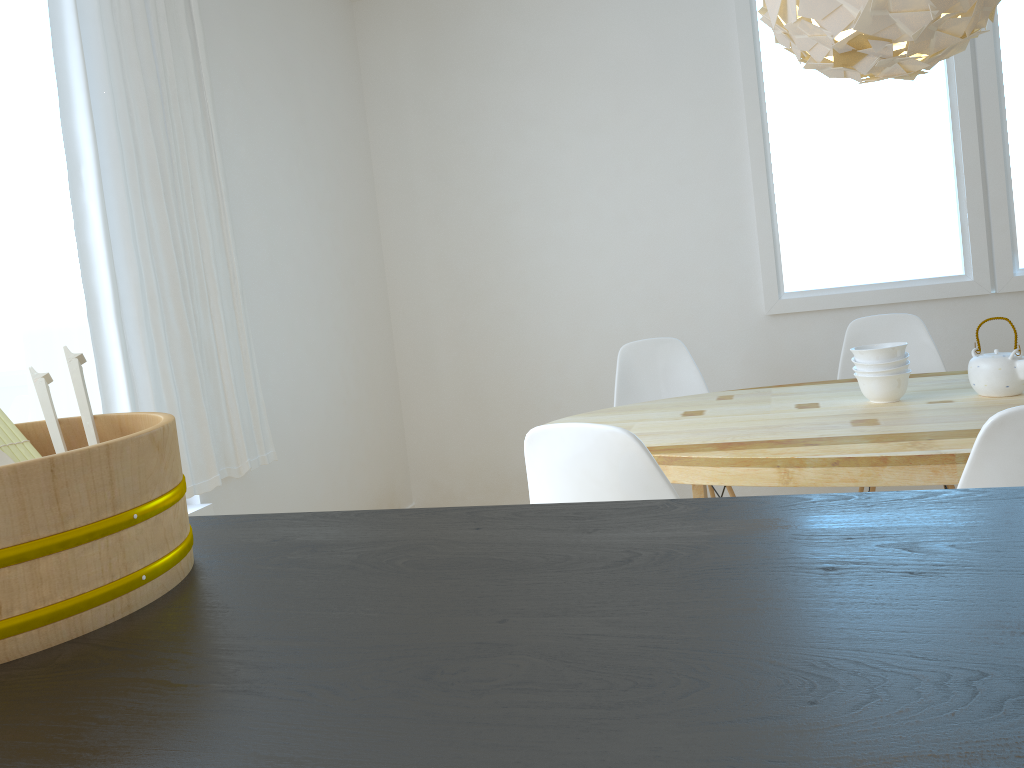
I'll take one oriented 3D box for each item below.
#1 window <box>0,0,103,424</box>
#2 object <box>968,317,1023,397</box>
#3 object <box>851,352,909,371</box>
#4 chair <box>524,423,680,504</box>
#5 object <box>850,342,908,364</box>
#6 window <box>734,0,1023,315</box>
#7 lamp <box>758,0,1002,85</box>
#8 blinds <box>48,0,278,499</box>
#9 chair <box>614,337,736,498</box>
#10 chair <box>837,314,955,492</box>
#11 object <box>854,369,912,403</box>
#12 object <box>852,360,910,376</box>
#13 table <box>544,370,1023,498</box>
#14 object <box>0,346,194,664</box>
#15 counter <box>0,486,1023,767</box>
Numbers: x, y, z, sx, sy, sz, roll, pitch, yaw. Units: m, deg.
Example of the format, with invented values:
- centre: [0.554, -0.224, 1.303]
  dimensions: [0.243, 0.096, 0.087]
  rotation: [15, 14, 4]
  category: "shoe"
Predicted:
- centre: [-1.673, -0.336, 1.722]
  dimensions: [0.088, 1.910, 2.744]
  rotation: [-6, 5, 18]
  category: "window"
- centre: [1.307, -0.074, 2.379]
  dimensions: [0.147, 0.211, 0.178]
  rotation: [-5, 5, 17]
  category: "object"
- centre: [1.037, -0.039, 2.487]
  dimensions: [0.151, 0.095, 0.152]
  rotation: [-3, 7, 34]
  category: "object"
- centre: [0.324, 0.478, 1.894]
  dimensions: [0.429, 0.898, 0.526]
  rotation: [-4, 5, 37]
  category: "chair"
- centre: [1.034, -0.067, 2.488]
  dimensions: [0.153, 0.087, 0.151]
  rotation: [-12, 8, -44]
  category: "object"
- centre: [1.644, -0.759, 2.602]
  dimensions: [1.876, 2.046, 2.565]
  rotation: [-5, 5, 18]
  category: "window"
- centre: [0.925, -1.333, 2.257]
  dimensions: [0.638, 1.131, 0.650]
  rotation: [-5, 4, 17]
  category: "lamp"
- centre: [-1.127, -0.717, 2.909]
  dimensions: [0.150, 2.152, 0.799]
  rotation: [-6, 3, 18]
  category: "blinds"
- centre: [0.622, 0.293, 3.217]
  dimensions: [0.430, 0.898, 0.524]
  rotation: [-7, 4, -7]
  category: "chair"
- centre: [1.373, 0.220, 3.109]
  dimensions: [0.429, 0.898, 0.526]
  rotation: [-5, 4, 18]
  category: "chair"
- centre: [1.047, 0.007, 2.494]
  dimensions: [0.152, 0.082, 0.152]
  rotation: [-10, 7, -33]
  category: "object"
- centre: [1.042, -0.015, 2.490]
  dimensions: [0.152, 0.092, 0.152]
  rotation: [-10, 7, -33]
  category: "object"
- centre: [1.153, 0.413, 2.398]
  dimensions: [2.186, 0.722, 1.201]
  rotation: [-5, 6, 16]
  category: "table"
- centre: [-0.505, 0.090, 0.786]
  dimensions: [0.380, 0.213, 0.429]
  rotation: [-12, 8, -44]
  category: "object"
- centre: [0.426, 0.146, 0.464]
  dimensions: [2.396, 0.040, 0.604]
  rotation: [-4, 7, 17]
  category: "counter"
